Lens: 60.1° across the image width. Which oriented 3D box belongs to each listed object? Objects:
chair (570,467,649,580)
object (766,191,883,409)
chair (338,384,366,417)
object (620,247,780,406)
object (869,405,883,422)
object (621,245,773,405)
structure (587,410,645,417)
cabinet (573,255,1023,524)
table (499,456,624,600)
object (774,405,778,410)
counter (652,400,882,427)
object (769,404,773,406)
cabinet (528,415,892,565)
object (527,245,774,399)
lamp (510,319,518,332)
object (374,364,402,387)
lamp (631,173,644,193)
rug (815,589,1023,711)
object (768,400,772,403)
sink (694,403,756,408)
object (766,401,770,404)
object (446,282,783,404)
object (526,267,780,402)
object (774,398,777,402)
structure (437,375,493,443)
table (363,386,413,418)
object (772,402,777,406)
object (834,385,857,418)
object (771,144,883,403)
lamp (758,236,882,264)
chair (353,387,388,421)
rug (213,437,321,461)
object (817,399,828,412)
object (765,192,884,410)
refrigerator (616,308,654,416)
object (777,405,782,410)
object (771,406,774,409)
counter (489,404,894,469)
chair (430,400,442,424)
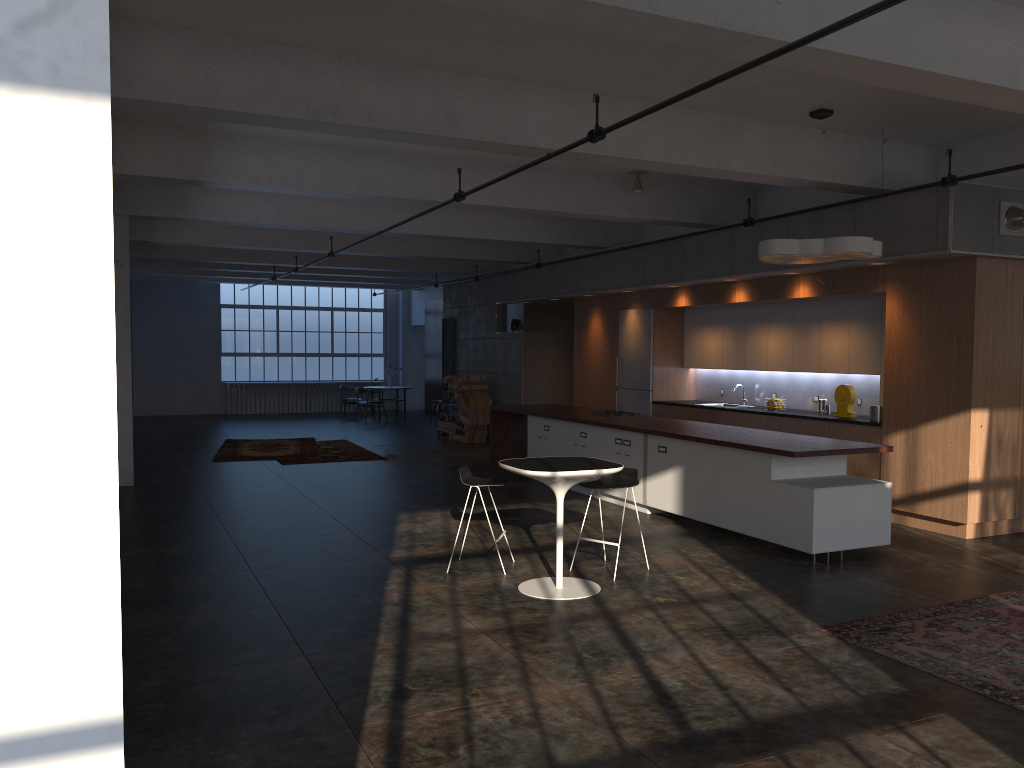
[{"bbox_3d":[0.799,1.141,7.219,0.454,0.896,0.515,3,4,42],"label":"chair"},{"bbox_3d":[3.488,-0.770,10.105,0.057,2.312,2.901,0,3,-5],"label":"object"},{"bbox_3d":[-4.289,0.453,23.823,0.672,0.865,0.727,0,3,2],"label":"chair"},{"bbox_3d":[3.461,0.257,11.517,0.052,0.053,0.061,-1,3,-18],"label":"object"},{"bbox_3d":[4.027,0.322,9.726,0.187,0.170,0.193,2,3,24],"label":"object"},{"bbox_3d":[3.411,0.252,11.540,0.050,0.053,0.064,1,3,13],"label":"object"},{"bbox_3d":[1.345,0.398,11.538,0.520,0.072,0.629,-1,2,-25],"label":"structure"},{"bbox_3d":[3.807,-0.098,12.548,2.418,2.565,7.965,-1,3,-24],"label":"cabinet"},{"bbox_3d":[0.359,1.070,6.648,0.842,0.953,0.814,-1,3,-25],"label":"table"},{"bbox_3d":[3.425,0.303,11.495,0.051,0.057,0.060,1,3,12],"label":"object"},{"bbox_3d":[3.758,0.349,11.737,1.634,0.039,4.382,-1,2,-25],"label":"counter"},{"bbox_3d":[3.393,0.284,11.619,0.053,0.053,0.061,-2,4,-43],"label":"object"},{"bbox_3d":[1.764,0.976,10.088,0.937,0.931,5.549,-1,3,-24],"label":"cabinet"},{"bbox_3d":[3.434,0.206,11.634,0.058,0.060,0.051,1,3,9],"label":"object"},{"bbox_3d":[0.057,-1.114,16.890,0.216,0.259,0.167,-2,4,-44],"label":"lamp"},{"bbox_3d":[-3.309,-0.230,23.749,0.786,0.625,0.235,-1,3,-23],"label":"object"},{"bbox_3d":[1.534,-2.459,10.805,0.154,0.216,0.157,1,3,12],"label":"lamp"},{"bbox_3d":[3.632,1.591,5.607,2.932,0.029,1.822,-1,2,-25],"label":"rug"},{"bbox_3d":[1.569,-0.950,14.289,0.054,2.171,6.730,-2,3,-33],"label":"object"},{"bbox_3d":[2.958,0.392,12.348,0.531,0.192,0.717,-1,2,-25],"label":"sink"},{"bbox_3d":[2.485,-0.867,12.273,2.362,2.231,0.054,3,4,40],"label":"object"},{"bbox_3d":[3.504,0.234,11.549,0.052,0.052,0.062,2,3,23],"label":"object"},{"bbox_3d":[3.446,0.213,11.499,0.064,0.051,0.052,-1,3,-33],"label":"object"},{"bbox_3d":[0.988,-1.021,15.646,0.060,2.167,9.710,-2,3,-31],"label":"object"},{"bbox_3d":[-1.003,0.463,17.790,0.648,1.316,1.880,-1,3,-24],"label":"structure"},{"bbox_3d":[-3.323,0.511,23.804,1.293,0.852,1.325,1,3,19],"label":"table"},{"bbox_3d":[2.389,-1.044,17.149,0.062,2.212,11.704,0,2,-10],"label":"object"},{"bbox_3d":[3.892,0.198,10.347,0.101,0.381,0.269,-1,3,-24],"label":"object"},{"bbox_3d":[3.394,0.216,11.505,0.057,0.060,0.052,0,3,-2],"label":"object"},{"bbox_3d":[2.830,-1.220,8.147,1.064,0.130,1.021,1,2,21],"label":"lamp"},{"bbox_3d":[-3.620,0.503,22.613,0.687,0.865,0.712,-2,4,-38],"label":"chair"},{"bbox_3d":[-4.366,1.138,15.909,1.897,0.048,3.479,0,2,-15],"label":"rug"},{"bbox_3d":[3.877,0.252,11.033,0.061,0.210,0.142,-1,3,-25],"label":"object"},{"bbox_3d":[2.317,0.525,17.931,0.959,1.216,13.036,0,2,-13],"label":"object"},{"bbox_3d":[1.961,-0.061,13.821,0.223,2.193,0.938,-1,4,-27],"label":"refrigerator"},{"bbox_3d":[3.476,0.308,11.532,0.072,0.063,0.065,2,3,30],"label":"object"},{"bbox_3d":[3.385,0.308,11.535,0.062,0.053,0.052,-2,3,-38],"label":"object"},{"bbox_3d":[1.527,0.924,10.638,1.161,0.972,6.539,-1,2,-24],"label":"counter"},{"bbox_3d":[-1.638,0.483,21.820,0.667,0.989,0.420,-1,3,-25],"label":"chair"}]
